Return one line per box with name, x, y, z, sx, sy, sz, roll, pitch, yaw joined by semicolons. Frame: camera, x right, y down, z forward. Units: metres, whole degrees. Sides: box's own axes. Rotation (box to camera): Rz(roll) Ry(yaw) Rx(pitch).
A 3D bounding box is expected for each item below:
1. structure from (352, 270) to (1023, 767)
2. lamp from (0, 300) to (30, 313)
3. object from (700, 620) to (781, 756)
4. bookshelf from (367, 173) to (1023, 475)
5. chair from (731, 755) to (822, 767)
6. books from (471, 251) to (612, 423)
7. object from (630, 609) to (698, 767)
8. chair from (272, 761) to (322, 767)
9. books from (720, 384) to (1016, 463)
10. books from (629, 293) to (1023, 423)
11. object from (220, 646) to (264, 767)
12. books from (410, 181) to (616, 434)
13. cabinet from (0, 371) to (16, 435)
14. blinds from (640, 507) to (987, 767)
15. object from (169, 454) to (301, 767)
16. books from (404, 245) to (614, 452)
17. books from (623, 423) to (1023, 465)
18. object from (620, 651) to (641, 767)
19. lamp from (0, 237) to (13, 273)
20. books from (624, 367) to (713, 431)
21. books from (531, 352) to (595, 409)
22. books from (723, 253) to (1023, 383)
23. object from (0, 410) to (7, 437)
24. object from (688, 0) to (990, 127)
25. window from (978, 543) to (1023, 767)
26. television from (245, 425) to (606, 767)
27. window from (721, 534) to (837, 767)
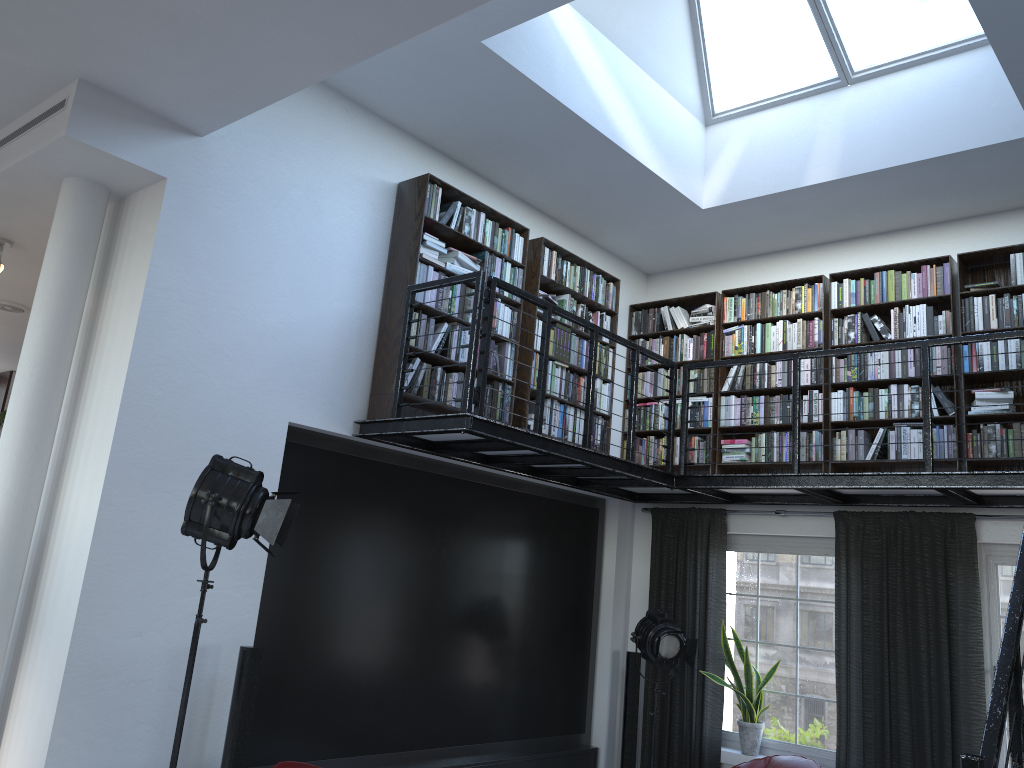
structure;1.223;1.075;4.376;4.478;3.386;4.583;-6;-18;40
lamp;-4.243;-0.650;7.462;0.326;0.025;0.327;17;-17;-42
object;1.609;2.241;6.603;0.523;0.948;0.551;16;-18;-36
bookshelf;1.868;-0.370;5.353;4.465;1.631;3.067;-6;-17;40
chair;1.609;2.815;5.800;0.830;0.718;0.823;5;-14;3
books;1.792;-0.332;5.263;4.326;1.150;1.587;-5;-17;39
object;2.042;2.421;5.885;2.904;1.593;0.746;-1;-16;25
chair;-0.795;2.221;4.191;0.830;0.718;0.823;0;-15;20
books;3.029;-0.012;6.095;3.384;1.132;0.239;-6;-18;40
books;2.746;-0.123;6.359;4.431;1.409;0.240;-6;-18;40
object;-1.400;1.936;4.375;0.157;1.232;0.156;-1;-16;22
books;0.010;-0.390;6.400;0.314;1.436;2.191;-8;-19;40
cabinet;-5.069;0.609;6.505;7.283;3.030;7.178;-6;-17;40
blinds;2.006;2.094;6.364;2.502;2.408;0.124;-6;-19;40
object;-1.290;1.105;3.873;0.544;1.593;0.605;6;-15;-4
books;1.616;-0.530;5.072;4.367;1.422;2.189;-6;-17;39
books;2.425;-0.246;6.024;4.424;1.442;1.277;-6;-18;41
object;0.909;2.745;6.966;0.157;1.232;0.156;15;-17;-32
lamp;-3.402;-0.831;5.815;0.182;0.241;0.182;-8;-20;43
books;2.751;-0.133;6.364;4.426;1.425;0.225;-6;-18;40
books;1.976;-0.410;5.450;4.374;1.417;1.162;-6;-18;40
books;2.779;-0.409;6.447;2.631;0.835;0.212;-6;-18;40
object;-3.536;0.426;5.749;0.775;0.899;0.432;3;-15;9
object;2.025;-2.523;5.879;2.216;0.639;1.177;-6;-17;40
window;3.526;1.812;5.417;1.164;1.620;0.132;-7;-19;40
television;-0.374;1.777;6.001;0.116;2.450;3.329;-8;-19;40
window;2.001;1.962;6.704;1.164;1.620;0.132;-7;-19;40
